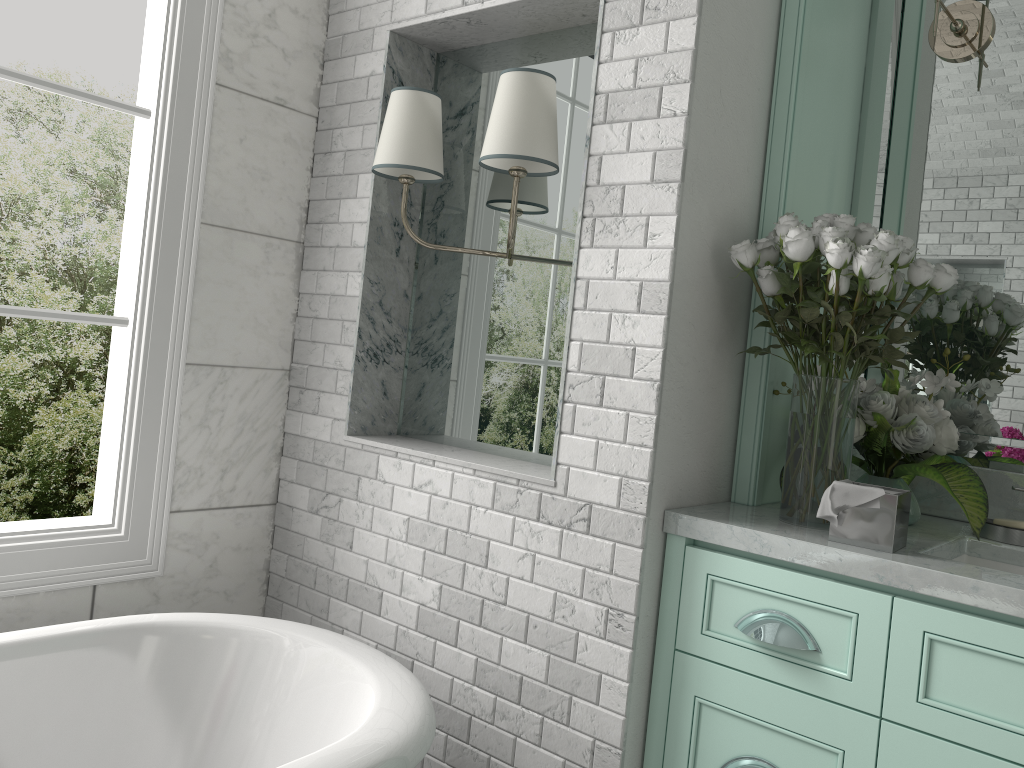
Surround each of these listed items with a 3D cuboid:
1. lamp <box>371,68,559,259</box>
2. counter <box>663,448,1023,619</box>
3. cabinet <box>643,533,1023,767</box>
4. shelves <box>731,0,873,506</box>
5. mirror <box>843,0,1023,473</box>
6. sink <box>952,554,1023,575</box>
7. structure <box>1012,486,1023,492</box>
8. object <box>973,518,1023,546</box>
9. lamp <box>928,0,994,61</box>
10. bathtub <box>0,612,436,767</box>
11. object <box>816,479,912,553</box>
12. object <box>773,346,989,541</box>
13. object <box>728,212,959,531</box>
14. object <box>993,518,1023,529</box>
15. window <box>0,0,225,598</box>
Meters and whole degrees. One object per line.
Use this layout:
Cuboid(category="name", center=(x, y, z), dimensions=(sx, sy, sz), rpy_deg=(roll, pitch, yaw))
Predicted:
Cuboid(category="lamp", center=(-0.082, -0.518, 2.163), dimensions=(0.549, 0.383, 0.308), rpy_deg=(7, 1, 40))
Cuboid(category="counter", center=(1.650, 0.373, 1.227), dimensions=(2.813, 0.181, 0.822), rpy_deg=(8, 3, 40))
Cuboid(category="cabinet", center=(1.571, 1.004, 1.206), dimensions=(2.804, 1.098, 0.861), rpy_deg=(7, 1, 40))
Cuboid(category="shelves", center=(1.830, -0.632, 1.315), dimensions=(2.815, 2.124, 0.464), rpy_deg=(7, 0, 40))
Cuboid(category="mirror", center=(1.478, -0.730, 1.873), dimensions=(1.439, 1.934, 0.015), rpy_deg=(6, 0, 40))
Cuboid(category="sink", center=(1.083, 0.419, 1.572), dimensions=(0.604, 0.079, 0.346), rpy_deg=(8, 2, 40))
Cuboid(category="structure", center=(1.122, 0.282, 1.834), dimensions=(0.157, 0.121, 0.082), rpy_deg=(6, 1, 24))
Cuboid(category="object", center=(1.052, 0.315, 1.890), dimensions=(0.079, 0.035, 0.134), rpy_deg=(5, 2, -32))
Cuboid(category="lamp", center=(1.032, -1.038, 2.084), dimensions=(0.183, 0.488, 0.308), rpy_deg=(6, 0, 39))
Cuboid(category="bathtub", center=(-1.040, 0.904, 1.164), dimensions=(0.943, 0.758, 2.161), rpy_deg=(7, 2, 40))
Cuboid(category="object", center=(0.661, 0.243, 1.671), dimensions=(0.136, 0.113, 0.146), rpy_deg=(7, 1, 35))
Cuboid(category="object", center=(0.857, 0.114, 2.001), dimensions=(0.453, 0.402, 0.393), rpy_deg=(7, 1, 41))
Cuboid(category="object", center=(0.653, -0.027, 1.846), dimensions=(0.390, 0.654, 0.357), rpy_deg=(6, 0, -39))
Cuboid(category="object", center=(1.062, 0.296, 1.873), dimensions=(0.051, 0.022, 0.077), rpy_deg=(5, 2, -29))
Cuboid(category="window", center=(-1.408, -0.704, 1.626), dimensions=(0.118, 2.324, 1.827), rpy_deg=(6, 0, 40))
